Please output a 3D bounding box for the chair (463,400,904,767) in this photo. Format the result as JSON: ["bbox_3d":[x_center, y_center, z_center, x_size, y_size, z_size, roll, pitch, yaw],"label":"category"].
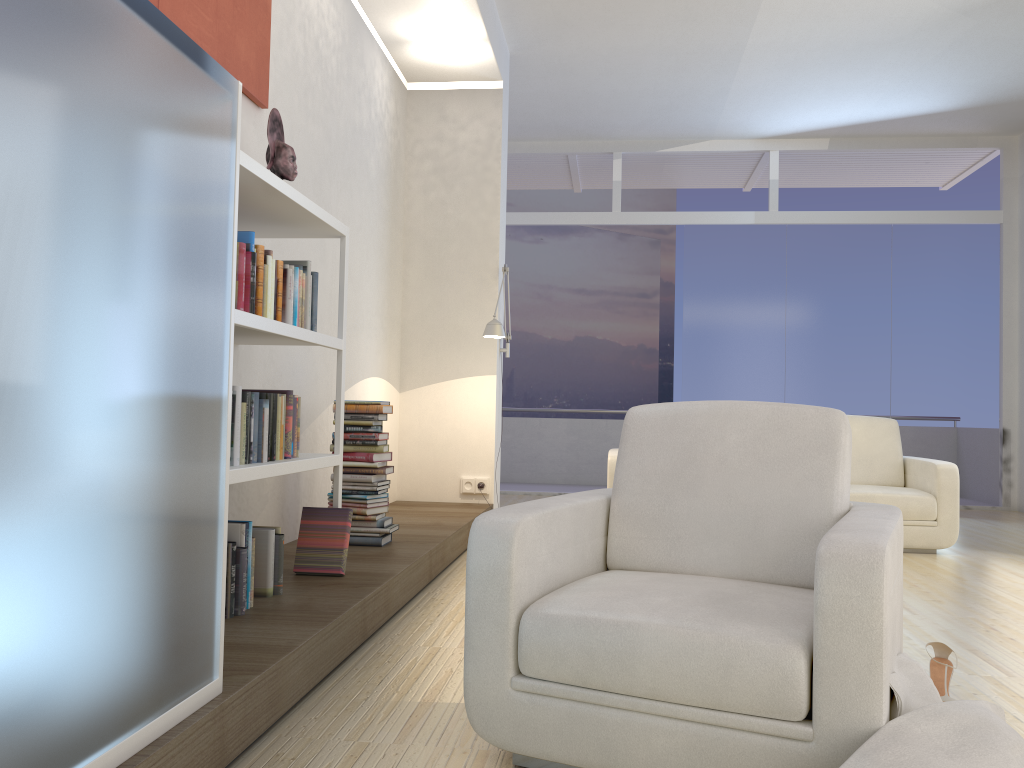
[{"bbox_3d":[0.499,0.449,2.285,0.919,0.828,0.941,0,-2,26],"label":"chair"}]

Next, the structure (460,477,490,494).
[{"bbox_3d":[-0.266,0.730,6.365,0.206,0.114,0.028,1,-2,6],"label":"structure"}]

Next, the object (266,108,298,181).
[{"bbox_3d":[-0.907,-0.861,3.425,0.133,0.409,0.138,3,-2,-37],"label":"object"}]

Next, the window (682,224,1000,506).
[{"bbox_3d":[3.179,-0.216,8.652,2.988,2.706,0.012,1,-2,6],"label":"window"}]

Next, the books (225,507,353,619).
[{"bbox_3d":[-0.887,0.590,3.034,0.274,0.281,1.125,1,-2,13],"label":"books"}]

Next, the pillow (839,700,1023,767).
[{"bbox_3d":[0.827,0.766,1.591,0.712,0.287,0.299,2,-2,-31],"label":"pillow"}]

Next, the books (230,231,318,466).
[{"bbox_3d":[-0.893,-0.111,3.032,0.215,0.743,0.831,1,-2,6],"label":"books"}]

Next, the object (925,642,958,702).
[{"bbox_3d":[1.256,0.849,2.577,0.089,0.149,0.265,1,-2,19],"label":"object"}]

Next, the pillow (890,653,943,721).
[{"bbox_3d":[0.937,0.745,1.862,0.312,0.315,0.615,0,-2,33],"label":"pillow"}]

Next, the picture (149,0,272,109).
[{"bbox_3d":[-1.245,-1.651,2.264,0.030,0.794,3.227,1,-2,6],"label":"picture"}]

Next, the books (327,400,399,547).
[{"bbox_3d":[-0.728,0.430,4.360,0.329,0.694,0.270,1,-2,6],"label":"books"}]

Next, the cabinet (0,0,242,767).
[{"bbox_3d":[-1.075,-0.036,1.238,0.689,1.396,1.670,1,-2,6],"label":"cabinet"}]

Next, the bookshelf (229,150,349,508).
[{"bbox_3d":[-1.004,0.022,2.856,0.465,1.396,1.599,1,-2,6],"label":"bookshelf"}]

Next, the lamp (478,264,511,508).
[{"bbox_3d":[-0.134,0.052,6.153,0.204,1.841,0.891,1,-2,2],"label":"lamp"}]

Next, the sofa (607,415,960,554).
[{"bbox_3d":[1.742,0.624,6.043,2.166,0.862,0.941,1,-2,6],"label":"sofa"}]
